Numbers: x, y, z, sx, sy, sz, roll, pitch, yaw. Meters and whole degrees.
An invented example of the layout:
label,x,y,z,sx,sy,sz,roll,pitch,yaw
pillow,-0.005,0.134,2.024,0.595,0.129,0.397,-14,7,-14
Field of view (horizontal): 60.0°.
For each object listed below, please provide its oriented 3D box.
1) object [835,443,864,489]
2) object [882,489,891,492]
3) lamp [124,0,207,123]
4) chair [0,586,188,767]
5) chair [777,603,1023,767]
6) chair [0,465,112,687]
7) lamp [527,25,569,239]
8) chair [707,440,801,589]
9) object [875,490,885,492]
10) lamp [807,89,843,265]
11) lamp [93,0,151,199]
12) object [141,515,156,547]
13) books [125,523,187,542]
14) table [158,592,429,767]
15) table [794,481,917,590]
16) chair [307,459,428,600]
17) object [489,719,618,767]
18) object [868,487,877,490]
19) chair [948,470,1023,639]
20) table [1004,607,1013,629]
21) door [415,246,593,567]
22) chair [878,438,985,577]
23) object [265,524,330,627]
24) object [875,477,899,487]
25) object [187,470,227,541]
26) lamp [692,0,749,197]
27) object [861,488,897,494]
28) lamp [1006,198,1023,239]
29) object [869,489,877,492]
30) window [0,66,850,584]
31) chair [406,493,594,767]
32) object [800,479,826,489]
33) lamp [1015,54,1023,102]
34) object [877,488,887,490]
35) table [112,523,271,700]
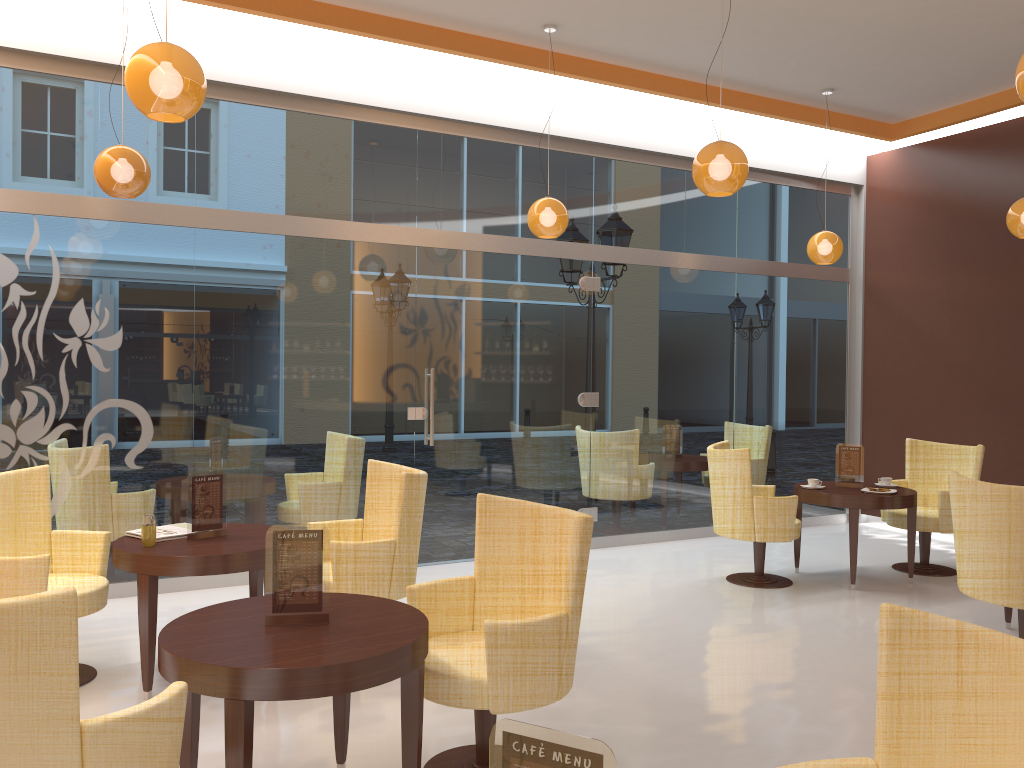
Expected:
label,x,y,z,sx,sy,sz,roll,pitch,yaw
object,2.576,0.623,6.764,0.209,0.335,0.042,1,1,36
object,2.739,0.779,6.496,0.052,0.018,0.055,1,1,-4
lamp,-1.331,-1.779,3.421,0.299,1.500,0.299,0,1,-29
chair,-1.273,0.978,2.377,0.729,1.017,0.685,1,1,29
chair,0.803,1.011,1.663,0.685,1.017,0.729,0,1,-12
chair,-2.339,0.939,4.329,0.685,1.017,0.729,1,1,3
lamp,0.264,-1.801,6.343,0.299,1.500,0.299,1,1,36
chair,1.793,0.955,6.585,0.685,1.017,0.729,1,1,3
object,2.682,0.779,6.463,0.055,0.014,0.053,1,1,44
lamp,2.721,-1.792,7.685,0.299,1.500,0.299,1,1,29
lamp,-2.193,-1.810,5.001,0.299,1.500,0.299,0,1,-29
object,-1.740,0.703,4.249,0.067,0.148,0.067,1,1,-4
books,-1.752,0.759,4.550,0.273,0.028,0.339,1,1,36
table,-0.720,1.145,2.974,0.872,0.679,0.874,1,1,8
table,2.591,1.131,6.733,0.872,0.679,0.874,1,1,18
chair,-0.806,0.950,4.787,0.685,1.017,0.729,0,1,-26
object,0.537,0.687,0.476,0.187,0.335,2.090,0,1,-32
object,2.648,0.770,6.523,0.052,0.016,0.055,0,1,-29
chair,2.759,0.991,4.768,0.729,1.017,0.685,1,1,39
table,3.406,1.160,5.259,0.872,0.679,0.874,1,1,18
door,-0.037,0.183,7.298,1.640,2.499,0.020,0,1,-29
chair,3.325,0.966,7.044,0.685,1.017,0.729,0,1,-26
object,-0.719,0.638,2.975,0.209,0.335,0.042,0,1,-11
object,2.892,0.759,6.842,0.153,0.069,0.153,1,1,-6
object,-1.535,0.609,4.470,0.042,0.335,0.209,1,1,44
lamp,1.127,-1.770,4.763,0.299,1.500,0.299,0,1,-18
object,2.690,0.787,6.502,0.234,0.020,0.234,1,1,33
lamp,3.584,-1.760,6.106,0.299,1.500,0.299,1,1,39
object,2.643,0.779,6.488,0.054,0.018,0.051,1,1,19
window,-0.032,-0.317,7.291,8.200,3.380,0.040,0,1,-29
chair,-0.059,0.977,3.419,0.685,1.017,0.729,0,1,-32
object,2.272,0.754,6.695,0.153,0.069,0.153,0,1,-28
lamp,1.989,-1.738,3.184,0.299,1.500,0.299,1,1,39
object,2.726,0.776,6.541,0.051,0.018,0.054,0,1,-30
table,-1.541,1.116,4.477,0.872,0.679,0.874,1,1,18
